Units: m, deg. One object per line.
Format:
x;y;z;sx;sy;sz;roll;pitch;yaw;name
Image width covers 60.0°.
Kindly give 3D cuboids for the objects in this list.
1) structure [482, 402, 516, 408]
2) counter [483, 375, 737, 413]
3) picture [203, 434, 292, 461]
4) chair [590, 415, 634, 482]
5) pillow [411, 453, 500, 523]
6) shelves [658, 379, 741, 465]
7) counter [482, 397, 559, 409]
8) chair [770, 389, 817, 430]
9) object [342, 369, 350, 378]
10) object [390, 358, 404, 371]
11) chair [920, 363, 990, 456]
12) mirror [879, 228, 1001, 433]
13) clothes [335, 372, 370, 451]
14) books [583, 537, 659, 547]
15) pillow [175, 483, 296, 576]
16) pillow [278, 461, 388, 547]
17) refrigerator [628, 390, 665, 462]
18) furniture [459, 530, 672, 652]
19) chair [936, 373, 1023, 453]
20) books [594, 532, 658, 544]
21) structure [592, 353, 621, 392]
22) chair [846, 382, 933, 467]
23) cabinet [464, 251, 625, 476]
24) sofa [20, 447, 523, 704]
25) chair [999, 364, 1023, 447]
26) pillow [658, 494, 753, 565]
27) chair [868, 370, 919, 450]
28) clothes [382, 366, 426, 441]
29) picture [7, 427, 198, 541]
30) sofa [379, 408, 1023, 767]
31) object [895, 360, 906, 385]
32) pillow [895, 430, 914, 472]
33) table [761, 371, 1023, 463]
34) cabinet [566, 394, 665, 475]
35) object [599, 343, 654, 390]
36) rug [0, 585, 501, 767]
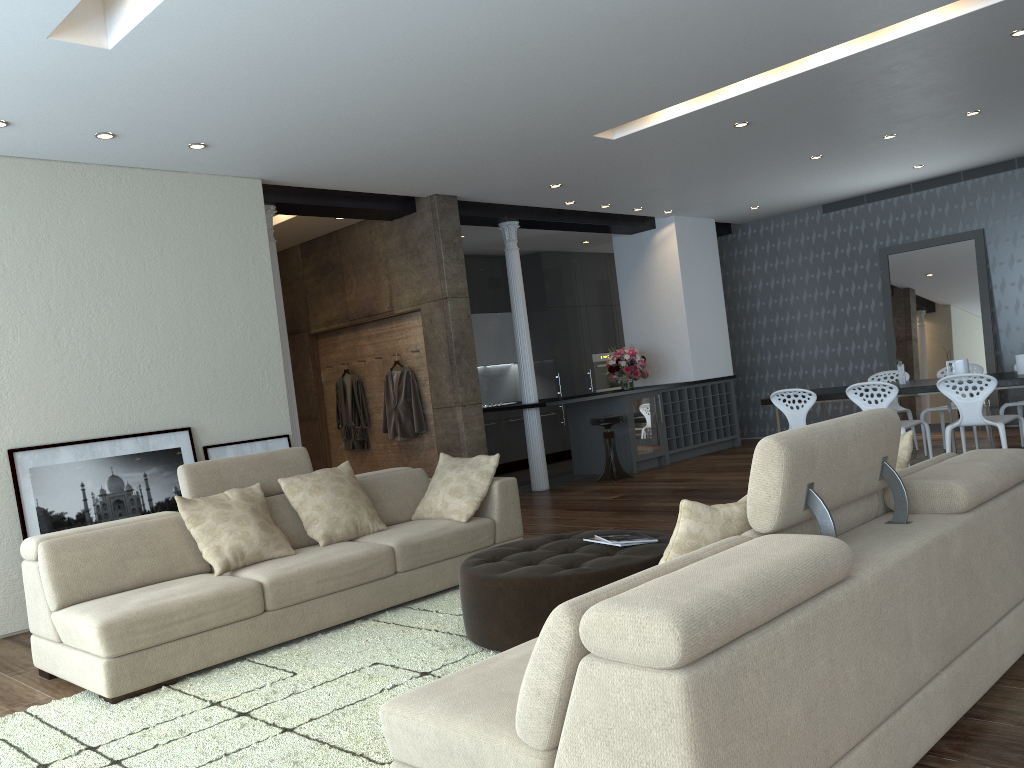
-0.423;0.320;11.925;0.520;0.066;0.900;-7;0;45;structure
1.298;0.099;10.682;1.000;0.040;3.700;-7;0;45;counter
-1.865;0.904;6.591;0.195;0.988;0.700;-7;0;45;picture
2.849;0.608;6.773;21.556;0.952;16.134;-7;0;45;chair
-0.340;0.632;5.540;0.518;0.393;0.395;-7;0;41;pillow
2.055;0.480;11.390;0.900;0.897;1.700;-7;0;45;shelves
-0.863;0.483;11.527;0.807;0.223;3.597;-7;0;45;counter
2.666;0.434;7.967;0.495;0.835;0.581;-7;0;45;chair
-1.776;-0.116;9.520;0.430;0.219;0.010;-7;0;45;object
-1.150;-0.192;8.875;0.430;0.219;0.010;-7;0;45;object
4.304;0.237;8.588;0.495;0.835;0.581;-7;0;45;chair
5.045;-0.584;10.510;1.200;2.294;0.240;-7;0;45;mirror
-1.742;0.297;9.513;0.141;0.855;0.569;-7;0;-45;clothes
0.511;0.737;4.186;0.219;0.031;0.300;-7;0;-30;books
-1.470;0.756;4.718;0.368;0.416;0.519;-7;0;40;pillow
-1.043;0.694;5.169;0.301;0.439;0.534;-7;0;41;pillow
1.551;0.480;10.276;0.578;0.774;0.075;-7;0;-41;refrigerator
0.286;0.944;4.162;1.057;0.355;1.057;-7;0;-43;furniture
3.668;0.312;6.942;0.495;0.835;0.581;-7;0;45;chair
0.535;0.727;4.191;0.220;0.040;0.301;-7;0;-10;books
1.247;-0.144;13.533;0.591;0.596;0.595;-7;0;45;structure
3.156;0.374;7.468;0.495;0.835;0.581;-7;0;45;chair
0.396;-0.375;12.870;0.827;2.980;7.409;-7;0;45;cabinet
-1.196;0.843;4.980;1.021;0.950;2.581;-7;0;45;sofa
4.798;0.176;8.092;0.495;0.835;0.581;-7;0;45;chair
0.602;0.504;2.636;0.519;0.416;0.368;-7;0;-41;pillow
3.811;0.297;9.084;0.495;0.835;0.581;-7;0;45;chair
-1.121;0.195;8.871;0.700;0.735;0.173;-7;0;43;clothes
-2.580;0.915;5.859;0.225;1.140;1.183;-7;0;45;picture
0.876;0.591;2.899;1.021;0.950;2.581;-7;0;45;sofa
3.580;-0.111;8.177;0.076;0.233;0.161;-7;0;26;object
1.416;0.418;3.776;0.395;0.393;0.518;-7;0;-42;pillow
4.072;0.316;7.833;3.400;0.733;1.200;-7;0;45;table
1.234;0.578;10.561;0.900;0.897;0.642;-7;0;45;cabinet
1.375;-0.207;10.655;0.544;0.552;0.570;-7;0;-39;object
-0.294;1.201;3.522;2.972;0.020;4.231;-7;0;45;rug
